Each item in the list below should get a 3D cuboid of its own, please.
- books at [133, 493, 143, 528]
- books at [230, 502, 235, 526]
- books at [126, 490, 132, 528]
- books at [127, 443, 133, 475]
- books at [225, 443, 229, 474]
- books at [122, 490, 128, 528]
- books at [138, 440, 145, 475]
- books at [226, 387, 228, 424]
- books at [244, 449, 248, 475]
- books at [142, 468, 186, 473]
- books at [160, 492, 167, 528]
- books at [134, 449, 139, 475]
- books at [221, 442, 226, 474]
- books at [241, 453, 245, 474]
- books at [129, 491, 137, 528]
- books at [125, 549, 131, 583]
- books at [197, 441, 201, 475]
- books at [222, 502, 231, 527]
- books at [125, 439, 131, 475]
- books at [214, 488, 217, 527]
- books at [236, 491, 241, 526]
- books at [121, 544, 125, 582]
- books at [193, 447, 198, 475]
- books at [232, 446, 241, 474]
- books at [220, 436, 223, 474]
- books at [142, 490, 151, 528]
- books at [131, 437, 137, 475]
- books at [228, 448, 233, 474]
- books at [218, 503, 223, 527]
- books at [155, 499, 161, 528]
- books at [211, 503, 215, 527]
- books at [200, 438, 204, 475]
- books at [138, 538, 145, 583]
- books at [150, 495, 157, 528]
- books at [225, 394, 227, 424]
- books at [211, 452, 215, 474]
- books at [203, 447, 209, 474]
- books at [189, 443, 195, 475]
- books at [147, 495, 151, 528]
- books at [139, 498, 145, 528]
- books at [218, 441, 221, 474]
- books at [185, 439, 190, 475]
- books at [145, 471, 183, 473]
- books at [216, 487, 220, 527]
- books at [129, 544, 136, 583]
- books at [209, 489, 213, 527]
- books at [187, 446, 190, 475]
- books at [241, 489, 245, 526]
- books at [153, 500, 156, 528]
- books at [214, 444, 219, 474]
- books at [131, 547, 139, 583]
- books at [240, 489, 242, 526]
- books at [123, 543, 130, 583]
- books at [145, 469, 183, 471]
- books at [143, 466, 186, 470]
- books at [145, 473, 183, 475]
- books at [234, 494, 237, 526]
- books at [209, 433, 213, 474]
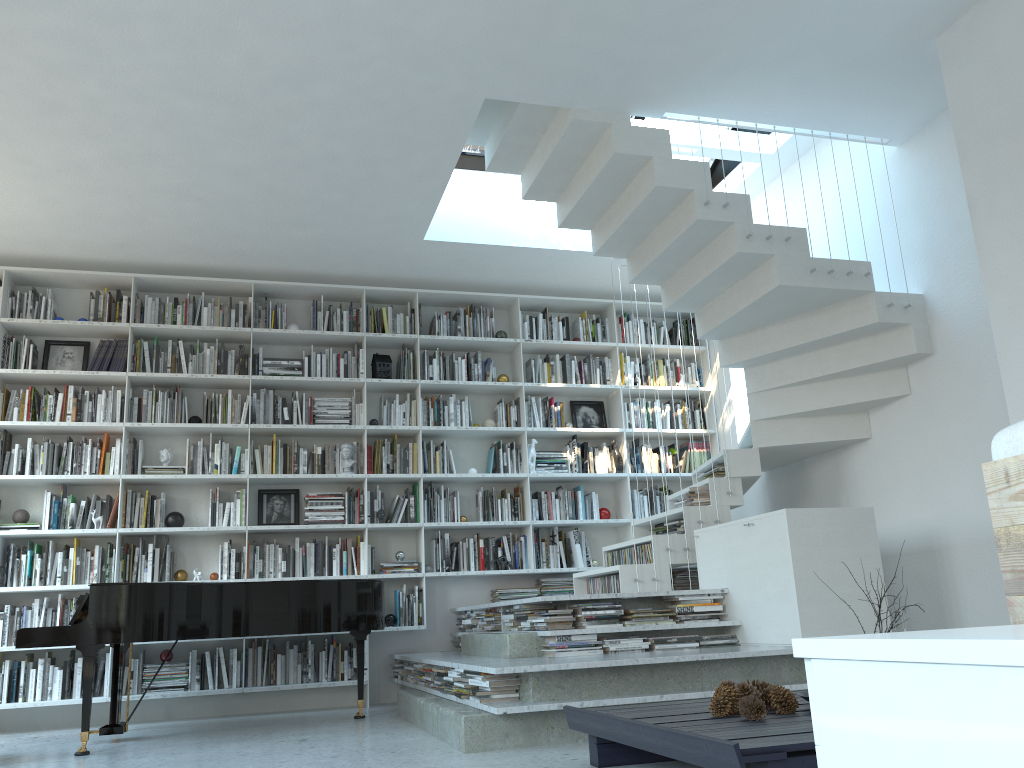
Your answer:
[{"bbox_3d":[-2.639,0.910,6.263,0.036,0.262,0.167,1,-15,-16],"label":"books"},{"bbox_3d":[-2.026,0.963,6.433,0.024,0.187,0.173,1,-15,-16],"label":"books"},{"bbox_3d":[-2.694,0.899,6.252,0.025,0.283,0.146,1,-15,-16],"label":"books"},{"bbox_3d":[-2.725,0.558,6.339,0.024,0.256,0.134,1,-15,-16],"label":"books"},{"bbox_3d":[-2.098,0.578,6.530,0.022,0.255,0.152,1,-15,-16],"label":"books"},{"bbox_3d":[-2.726,0.900,6.252,0.012,0.284,0.160,1,-15,-16],"label":"books"},{"bbox_3d":[-2.661,0.550,6.362,0.021,0.277,0.137,1,-15,-16],"label":"books"},{"bbox_3d":[-2.120,0.194,6.610,0.006,0.303,0.166,1,-15,-16],"label":"books"},{"bbox_3d":[-1.964,0.599,6.561,0.026,0.216,0.127,1,-15,-16],"label":"books"},{"bbox_3d":[-2.504,0.623,6.388,0.285,0.012,0.160,1,-16,-14],"label":"books"},{"bbox_3d":[-2.484,0.915,6.318,0.028,0.265,0.145,1,-15,-16],"label":"books"},{"bbox_3d":[-2.688,0.584,6.351,0.034,0.209,0.136,1,-15,-16],"label":"books"},{"bbox_3d":[-2.114,0.570,6.505,0.023,0.259,0.171,1,-15,-16],"label":"books"},{"bbox_3d":[-1.988,0.615,6.547,0.027,0.180,0.142,1,-15,-16],"label":"books"},{"bbox_3d":[-2.671,0.905,6.262,0.026,0.274,0.155,1,-15,-16],"label":"books"},{"bbox_3d":[-2.657,1.273,6.156,0.030,0.238,0.157,1,-15,-16],"label":"books"},{"bbox_3d":[-2.279,0.564,6.468,0.022,0.266,0.151,1,-15,-16],"label":"books"},{"bbox_3d":[-2.063,0.960,6.418,0.057,0.188,0.156,1,-15,-16],"label":"books"},{"bbox_3d":[-2.745,0.546,6.344,0.012,0.284,0.160,1,-15,-16],"label":"books"},{"bbox_3d":[-2.142,0.912,6.420,0.011,0.291,0.156,1,-15,-16],"label":"books"},{"bbox_3d":[-1.991,0.923,6.450,0.027,0.269,0.179,1,-15,-16],"label":"books"},{"bbox_3d":[-2.695,1.258,6.162,0.013,0.275,0.147,1,-15,-16],"label":"books"},{"bbox_3d":[-2.304,0.587,6.470,0.024,0.226,0.138,1,-15,-16],"label":"books"},{"bbox_3d":[-2.026,0.587,6.524,0.060,0.227,0.179,1,-15,-16],"label":"books"},{"bbox_3d":[-2.131,0.550,6.505,0.011,0.300,0.179,1,-15,-16],"label":"books"},{"bbox_3d":[-2.581,0.901,6.264,0.026,0.273,0.190,1,-15,-16],"label":"books"},{"bbox_3d":[-2.714,0.544,6.366,0.011,0.297,0.136,1,-15,-16],"label":"books"},{"bbox_3d":[-2.074,0.596,6.532,0.026,0.218,0.150,1,-15,-16],"label":"books"},{"bbox_3d":[-2.109,0.966,6.419,0.030,0.182,0.155,1,-15,-16],"label":"books"},{"bbox_3d":[-2.506,0.935,6.291,0.028,0.215,0.175,1,-15,-16],"label":"books"},{"bbox_3d":[-2.154,0.959,6.391,0.025,0.185,0.154,1,-15,-16],"label":"books"},{"bbox_3d":[-2.260,0.553,6.464,0.012,0.285,0.168,1,-15,-16],"label":"books"},{"bbox_3d":[-2.586,1.239,6.185,0.014,0.312,0.166,1,-15,-16],"label":"books"},{"bbox_3d":[-2.550,0.925,6.306,0.028,0.247,0.143,1,-15,-16],"label":"books"},{"bbox_3d":[-2.124,0.218,6.600,0.006,0.252,0.181,1,-15,-16],"label":"books"},{"bbox_3d":[-2.189,0.607,6.494,0.025,0.189,0.140,1,-15,-16],"label":"books"},{"bbox_3d":[-2.233,0.587,6.480,0.048,0.224,0.150,1,-15,-16],"label":"books"},{"bbox_3d":[-2.322,0.569,6.439,0.030,0.246,0.174,1,-15,-16],"label":"books"},{"bbox_3d":[-2.566,0.922,6.284,0.014,0.243,0.153,1,-15,-16],"label":"books"},{"bbox_3d":[-2.610,0.928,6.270,0.025,0.227,0.153,1,-15,-16],"label":"books"},{"bbox_3d":[-2.139,0.564,6.489,0.012,0.264,0.193,1,-15,-16],"label":"books"},{"bbox_3d":[-2.355,0.552,6.440,0.012,0.284,0.160,1,-15,-16],"label":"books"},{"bbox_3d":[-2.501,0.645,6.376,0.254,0.012,0.161,3,-16,-21],"label":"books"},{"bbox_3d":[-2.130,0.908,6.421,0.012,0.297,0.166,1,-15,-16],"label":"books"},{"bbox_3d":[-2.636,1.255,6.158,0.012,0.271,0.181,1,-15,-16],"label":"books"},{"bbox_3d":[-2.175,0.912,6.403,0.012,0.284,0.160,1,-15,-16],"label":"books"},{"bbox_3d":[-2.346,0.581,6.449,0.010,0.231,0.155,1,-15,-16],"label":"books"},{"bbox_3d":[-1.956,0.917,6.455,0.021,0.281,0.162,1,-15,-16],"label":"books"},{"bbox_3d":[-2.525,0.939,6.288,0.011,0.207,0.180,1,-15,-16],"label":"books"},{"bbox_3d":[-2.160,0.575,6.491,0.028,0.246,0.170,1,-15,-16],"label":"books"},{"bbox_3d":[-2.611,1.270,6.170,0.042,0.247,0.163,1,-15,-16],"label":"books"},{"bbox_3d":[-1.970,0.917,6.447,0.011,0.278,0.188,1,-15,-16],"label":"books"},{"bbox_3d":[-2.680,1.252,6.158,0.013,0.282,0.147,1,-15,-16],"label":"books"},{"bbox_3d":[-2.503,0.635,6.383,0.254,0.012,0.161,2,-16,-19],"label":"books"},{"bbox_3d":[-2.503,0.611,6.387,0.285,0.012,0.160,3,-16,-20],"label":"books"},{"bbox_3d":[-2.501,0.658,6.375,0.254,0.012,0.161,3,-16,-20],"label":"books"},{"bbox_3d":[-2.007,0.933,6.435,0.012,0.244,0.171,1,-15,-16],"label":"books"},{"bbox_3d":[-2.206,0.535,6.493,0.010,0.328,0.174,1,-15,-16],"label":"books"}]
